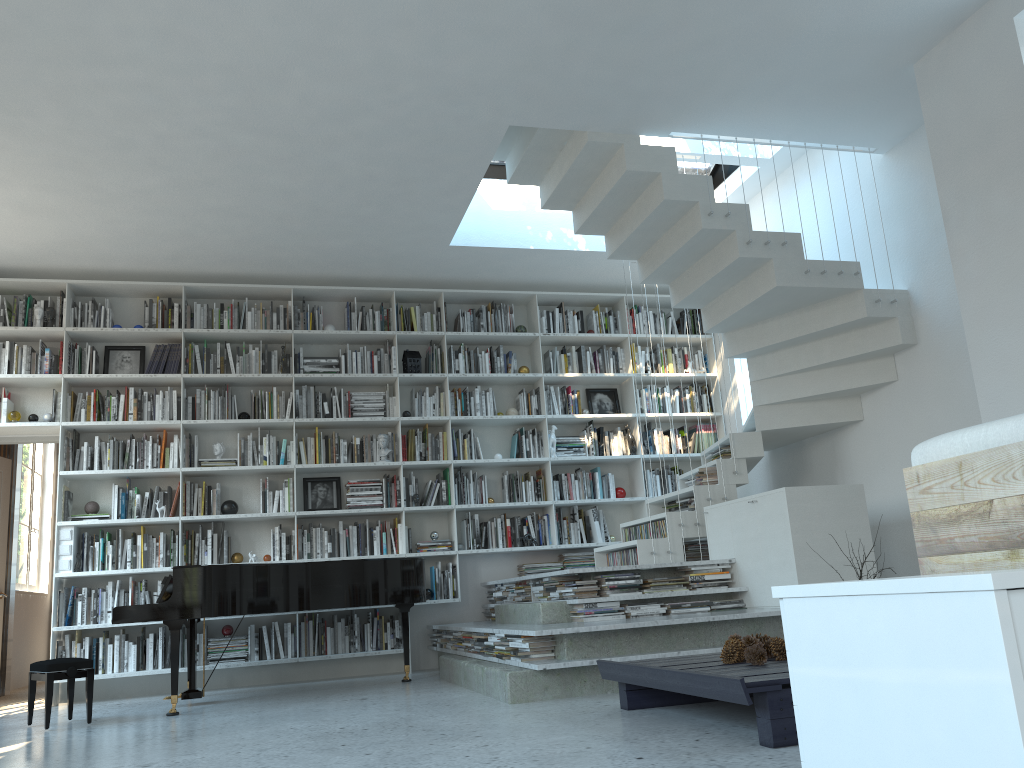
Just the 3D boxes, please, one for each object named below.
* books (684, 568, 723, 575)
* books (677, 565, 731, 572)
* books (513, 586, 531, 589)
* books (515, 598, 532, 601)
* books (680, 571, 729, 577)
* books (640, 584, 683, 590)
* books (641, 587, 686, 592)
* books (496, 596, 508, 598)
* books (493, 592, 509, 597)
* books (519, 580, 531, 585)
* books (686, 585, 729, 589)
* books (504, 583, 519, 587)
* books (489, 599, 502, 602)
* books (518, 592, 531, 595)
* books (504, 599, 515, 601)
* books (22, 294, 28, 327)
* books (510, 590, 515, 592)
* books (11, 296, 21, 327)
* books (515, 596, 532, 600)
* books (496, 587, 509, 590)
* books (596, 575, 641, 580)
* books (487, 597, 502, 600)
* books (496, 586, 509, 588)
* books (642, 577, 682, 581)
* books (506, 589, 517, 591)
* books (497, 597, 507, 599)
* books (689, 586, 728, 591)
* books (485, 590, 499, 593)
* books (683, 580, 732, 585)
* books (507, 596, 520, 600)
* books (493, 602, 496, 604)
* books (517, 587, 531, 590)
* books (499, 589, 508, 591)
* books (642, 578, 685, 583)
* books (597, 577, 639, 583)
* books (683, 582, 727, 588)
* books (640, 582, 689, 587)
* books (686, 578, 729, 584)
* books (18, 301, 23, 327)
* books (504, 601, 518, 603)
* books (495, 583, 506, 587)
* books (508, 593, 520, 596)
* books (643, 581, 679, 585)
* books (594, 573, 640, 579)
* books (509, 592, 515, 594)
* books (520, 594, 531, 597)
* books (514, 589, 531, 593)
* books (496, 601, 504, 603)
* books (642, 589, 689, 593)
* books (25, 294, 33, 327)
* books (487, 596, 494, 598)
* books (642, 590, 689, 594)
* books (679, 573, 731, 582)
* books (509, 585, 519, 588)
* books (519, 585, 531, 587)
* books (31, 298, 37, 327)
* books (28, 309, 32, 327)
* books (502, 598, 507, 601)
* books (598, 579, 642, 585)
[{"bbox_3d":[1.212,1.189,5.622,0.192,0.024,0.168,-2,-14,-11],"label":"books"},{"bbox_3d":[1.213,1.168,5.616,0.285,0.013,0.181,1,-15,-21],"label":"books"},{"bbox_3d":[0.133,1.476,6.453,0.187,0.009,0.261,0,-14,-17],"label":"books"},{"bbox_3d":[0.135,1.561,6.432,0.182,0.011,0.254,-1,-14,-12],"label":"books"},{"bbox_3d":[1.215,1.205,5.612,0.261,0.012,0.180,-1,-14,-12],"label":"books"},{"bbox_3d":[0.930,1.267,5.525,0.214,0.015,0.177,-1,-14,-15],"label":"books"},{"bbox_3d":[0.927,1.285,5.537,0.293,0.014,0.134,1,-14,-19],"label":"books"},{"bbox_3d":[-0.010,1.673,6.998,0.163,0.008,0.295,0,-14,-18],"label":"books"},{"bbox_3d":[-0.025,1.654,6.998,0.189,0.030,0.238,1,-14,-19],"label":"books"},{"bbox_3d":[0.145,1.446,6.464,0.139,0.028,0.262,-2,-14,-11],"label":"books"},{"bbox_3d":[1.216,1.284,5.609,0.259,0.009,0.153,1,-14,-19],"label":"books"},{"bbox_3d":[0.058,1.521,6.729,0.165,0.015,0.243,1,-15,-21],"label":"books"},{"bbox_3d":[-0.083,1.771,7.264,0.163,0.017,0.233,-1,-14,-14],"label":"books"},{"bbox_3d":[0.148,1.517,6.447,0.159,0.018,0.203,0,-14,-18],"label":"books"},{"bbox_3d":[0.060,1.629,6.702,0.190,0.012,0.235,0,-14,-18],"label":"books"},{"bbox_3d":[-3.764,-0.525,6.864,0.014,0.303,0.146,0,-14,-16],"label":"books"},{"bbox_3d":[0.076,1.565,6.723,0.144,0.013,0.221,-1,-14,-13],"label":"books"},{"bbox_3d":[-3.817,-0.516,6.842,0.039,0.282,0.182,0,-14,-16],"label":"books"},{"bbox_3d":[0.140,1.549,6.437,0.178,0.014,0.248,0,-14,-18],"label":"books"},{"bbox_3d":[-0.012,1.613,7.012,0.163,0.018,0.290,0,-14,-17],"label":"books"},{"bbox_3d":[0.654,1.194,5.469,0.228,0.009,0.159,1,-14,-20],"label":"books"},{"bbox_3d":[-0.093,1.755,7.266,0.175,0.017,0.266,-1,-14,-13],"label":"books"},{"bbox_3d":[-0.011,1.601,7.016,0.159,0.007,0.286,0,-14,-17],"label":"books"},{"bbox_3d":[0.927,1.216,5.532,0.203,0.011,0.173,1,-15,-21],"label":"books"},{"bbox_3d":[0.067,1.554,6.723,0.167,0.008,0.235,0,-14,-17],"label":"books"},{"bbox_3d":[-0.006,1.681,6.997,0.152,0.009,0.260,1,-14,-19],"label":"books"},{"bbox_3d":[1.220,1.292,5.598,0.220,0.011,0.178,0,-14,-18],"label":"books"},{"bbox_3d":[-0.099,1.701,7.278,0.171,0.015,0.253,1,-15,-21],"label":"books"},{"bbox_3d":[1.220,1.256,5.596,0.281,0.008,0.181,-2,-14,-11],"label":"books"},{"bbox_3d":[0.067,1.612,6.709,0.164,0.023,0.242,-1,-14,-12],"label":"books"},{"bbox_3d":[-0.069,1.786,7.265,0.134,0.014,0.181,1,-14,-19],"label":"books"},{"bbox_3d":[0.140,1.487,6.452,0.161,0.012,0.255,-1,-14,-12],"label":"books"},{"bbox_3d":[-0.010,1.627,7.009,0.143,0.012,0.264,-2,-14,-11],"label":"books"},{"bbox_3d":[0.926,1.230,5.535,0.245,0.013,0.173,0,-14,-17],"label":"books"},{"bbox_3d":[0.653,1.209,5.474,0.221,0.018,0.154,-1,-14,-15],"label":"books"},{"bbox_3d":[1.214,1.274,5.617,0.262,0.016,0.132,1,-15,-21],"label":"books"},{"bbox_3d":[0.933,1.248,5.514,0.273,0.014,0.188,1,-15,-21],"label":"books"},{"bbox_3d":[1.214,1.251,5.618,0.268,0.014,0.160,0,-14,-17],"label":"books"},{"bbox_3d":[-3.787,-0.499,6.866,0.030,0.257,0.130,0,-14,-16],"label":"books"},{"bbox_3d":[0.065,1.641,6.701,0.183,0.012,0.297,0,-14,-17],"label":"books"},{"bbox_3d":[-0.023,1.588,7.016,0.171,0.020,0.194,1,-15,-21],"label":"books"},{"bbox_3d":[0.077,1.592,6.716,0.154,0.018,0.221,0,-14,-17],"label":"books"},{"bbox_3d":[0.926,1.242,5.538,0.179,0.010,0.160,-1,-14,-14],"label":"books"},{"bbox_3d":[0.648,1.187,5.491,0.261,0.016,0.129,0,-14,-17],"label":"books"},{"bbox_3d":[0.079,1.577,6.721,0.150,0.013,0.216,0,-14,-16],"label":"books"},{"bbox_3d":[0.161,1.534,6.446,0.138,0.017,0.238,0,-14,-17],"label":"books"},{"bbox_3d":[0.138,1.501,6.448,0.179,0.017,0.293,-1,-14,-15],"label":"books"},{"bbox_3d":[-0.009,1.714,6.988,0.173,0.016,0.233,0,-14,-17],"label":"books"},{"bbox_3d":[0.933,1.289,5.515,0.287,0.005,0.165,-2,-14,-11],"label":"books"},{"bbox_3d":[-3.747,-0.528,6.881,0.029,0.314,0.129,0,-14,-16],"label":"books"},{"bbox_3d":[-0.090,1.740,7.270,0.179,0.012,0.262,0,-14,-16],"label":"books"},{"bbox_3d":[0.933,1.295,5.514,0.291,0.007,0.174,-1,-14,-13],"label":"books"},{"bbox_3d":[1.214,1.227,5.614,0.284,0.030,0.177,-1,-14,-15],"label":"books"},{"bbox_3d":[0.071,1.535,6.729,0.149,0.013,0.220,-1,-14,-13],"label":"books"},{"bbox_3d":[0.157,1.466,6.462,0.128,0.013,0.297,0,-14,-18],"label":"books"},{"bbox_3d":[-3.701,-0.510,6.885,0.013,0.274,0.159,0,-14,-16],"label":"books"},{"bbox_3d":[-3.714,-0.469,6.864,0.024,0.187,0.160,0,-14,-16],"label":"books"},{"bbox_3d":[0.008,1.695,6.997,0.131,0.021,0.241,-1,-14,-14],"label":"books"},{"bbox_3d":[0.661,1.219,5.446,0.230,0.015,0.190,-2,-14,-11],"label":"books"}]
